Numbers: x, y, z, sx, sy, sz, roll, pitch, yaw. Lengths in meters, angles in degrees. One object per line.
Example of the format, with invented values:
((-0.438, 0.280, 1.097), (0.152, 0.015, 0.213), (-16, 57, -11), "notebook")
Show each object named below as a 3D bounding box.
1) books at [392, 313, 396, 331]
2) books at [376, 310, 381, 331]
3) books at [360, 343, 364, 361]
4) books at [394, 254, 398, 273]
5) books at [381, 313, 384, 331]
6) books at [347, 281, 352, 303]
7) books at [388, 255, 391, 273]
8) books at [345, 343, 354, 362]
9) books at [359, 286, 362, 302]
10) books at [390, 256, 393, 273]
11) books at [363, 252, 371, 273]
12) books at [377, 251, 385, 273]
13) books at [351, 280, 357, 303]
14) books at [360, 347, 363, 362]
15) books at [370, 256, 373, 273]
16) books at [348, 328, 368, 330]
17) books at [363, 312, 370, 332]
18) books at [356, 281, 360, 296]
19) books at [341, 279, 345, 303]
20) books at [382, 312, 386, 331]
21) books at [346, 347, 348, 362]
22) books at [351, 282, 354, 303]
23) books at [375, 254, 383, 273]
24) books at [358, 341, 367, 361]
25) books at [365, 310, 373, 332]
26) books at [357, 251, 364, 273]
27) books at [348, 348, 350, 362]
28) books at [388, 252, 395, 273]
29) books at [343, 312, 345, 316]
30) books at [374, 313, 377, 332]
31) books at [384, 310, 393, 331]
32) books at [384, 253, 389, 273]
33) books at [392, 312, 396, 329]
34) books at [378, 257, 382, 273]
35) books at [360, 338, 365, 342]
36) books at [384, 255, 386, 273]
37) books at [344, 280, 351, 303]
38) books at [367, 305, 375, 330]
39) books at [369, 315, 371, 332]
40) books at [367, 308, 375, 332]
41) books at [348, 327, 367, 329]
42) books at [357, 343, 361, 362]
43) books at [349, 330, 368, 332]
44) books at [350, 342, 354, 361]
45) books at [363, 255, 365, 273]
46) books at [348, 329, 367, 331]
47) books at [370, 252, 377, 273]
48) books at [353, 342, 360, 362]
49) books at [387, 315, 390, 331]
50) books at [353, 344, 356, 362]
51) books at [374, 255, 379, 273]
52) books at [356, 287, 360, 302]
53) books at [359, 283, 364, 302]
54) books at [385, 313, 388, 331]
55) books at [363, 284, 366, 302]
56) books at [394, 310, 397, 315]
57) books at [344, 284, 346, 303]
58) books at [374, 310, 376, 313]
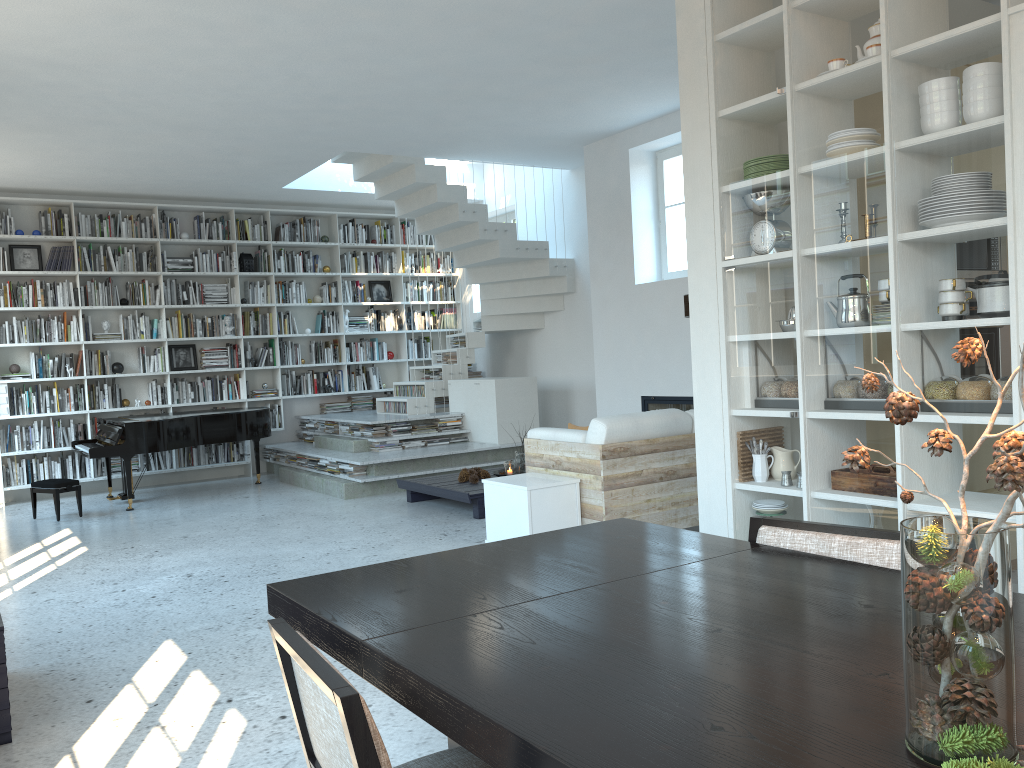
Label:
((-1.571, -0.800, 11.511), (0.041, 0.239, 0.176), (-5, 3, -33), "books")
((-1.741, -0.809, 11.409), (0.059, 0.282, 0.167), (-5, 3, -33), "books")
((-1.933, -0.400, 11.292), (0.012, 0.229, 0.179), (-5, 3, -33), "books")
((-1.542, -1.552, 11.531), (0.031, 0.265, 0.169), (-5, 3, -33), "books")
((-1.696, -0.792, 11.444), (0.031, 0.242, 0.147), (-5, 3, -33), "books")
((-2.066, -1.156, 11.214), (0.012, 0.285, 0.159), (-5, 3, -33), "books")
((-1.617, -1.534, 11.480), (0.030, 0.241, 0.162), (-5, 3, -33), "books")
((-2.065, -0.397, 11.200), (0.047, 0.244, 0.177), (-5, 3, -33), "books")
((-1.954, -1.127, 11.273), (0.033, 0.213, 0.152), (-5, 3, -33), "books")
((-1.589, -1.533, 11.509), (0.022, 0.234, 0.158), (-5, 3, -33), "books")
((-1.866, -1.526, 11.268), (0.032, 0.265, 0.245), (-5, 3, -33), "books")
((-1.687, -1.555, 11.424), (0.022, 0.294, 0.180), (-5, 3, -33), "books")
((-2.013, -1.160, 11.232), (0.012, 0.287, 0.176), (-5, 3, -33), "books")
((-1.943, -0.375, 11.275), (0.027, 0.182, 0.186), (-5, 3, -33), "books")
((-1.825, -1.512, 11.328), (0.030, 0.230, 0.187), (-5, 3, -33), "books")
((-1.988, -0.691, 11.254), (0.285, 0.012, 0.159), (-4, 2, -28), "books")
((-1.863, -0.786, 11.336), (0.012, 0.254, 0.161), (-5, 3, -33), "books")
((-1.973, -1.162, 11.255), (0.014, 0.285, 0.175), (-5, 3, -33), "books")
((-2.144, -1.158, 11.160), (0.015, 0.301, 0.140), (-5, 3, -33), "books")
((-1.680, -0.798, 11.476), (0.031, 0.250, 0.133), (-5, 3, -33), "books")
((-2.107, -0.365, 11.179), (0.023, 0.186, 0.159), (-5, 3, -33), "books")
((-2.048, -1.149, 11.237), (0.043, 0.269, 0.131), (-5, 3, -33), "books")
((-1.712, -1.539, 11.424), (0.023, 0.264, 0.156), (-5, 3, -33), "books")
((-1.904, -0.414, 11.284), (0.028, 0.255, 0.191), (-5, 3, -33), "books")
((-1.833, -0.804, 11.367), (0.012, 0.285, 0.159), (-5, 3, -33), "books")
((-1.934, -1.534, 11.274), (0.026, 0.288, 0.156), (-5, 3, -33), "books")
((-2.087, -0.365, 11.189), (0.022, 0.184, 0.162), (-5, 3, -33), "books")
((-1.568, -1.559, 11.518), (0.026, 0.284, 0.147), (-5, 3, -33), "books")
((-2.138, -0.772, 11.172), (0.028, 0.267, 0.137), (-5, 3, -33), "books")
((-1.786, -0.782, 11.375), (0.030, 0.236, 0.179), (-5, 3, -33), "books")
((-1.596, -0.814, 11.492), (0.021, 0.271, 0.191), (-5, 3, -33), "books")
((-1.641, -1.548, 11.455), (0.036, 0.272, 0.177), (-5, 3, -33), "books")
((-1.552, -0.810, 11.541), (0.024, 0.255, 0.145), (-5, 3, -33), "books")
((-1.728, -1.514, 11.403), (0.031, 0.217, 0.165), (-5, 3, -33), "books")
((-1.900, -0.437, 11.312), (0.013, 0.299, 0.147), (-5, 3, -33), "books")
((-1.666, -1.534, 11.450), (0.011, 0.249, 0.152), (-5, 3, -33), "books")
((-2.098, -1.155, 11.185), (0.065, 0.289, 0.146), (-5, 3, -33), "books")
((-1.801, -0.832, 11.355), (0.010, 0.339, 0.180), (-5, 3, -33), "books")
((-1.858, -0.783, 11.360), (0.023, 0.247, 0.138), (-5, 3, -33), "books")
((-1.809, -0.812, 11.351), (0.011, 0.300, 0.184), (-5, 3, -33), "books")
((-1.990, -0.703, 11.255), (0.254, 0.012, 0.161), (-4, 2, -29), "books")
((-1.973, -0.402, 11.269), (0.026, 0.239, 0.177), (-5, 3, -33), "books")
((-1.988, -0.667, 11.257), (0.285, 0.012, 0.159), (-4, 2, -29), "books")
((-2.041, -0.401, 11.228), (0.024, 0.247, 0.143), (-5, 3, -33), "books")
((-1.917, -1.511, 11.297), (0.025, 0.238, 0.142), (-5, 3, -33), "books")
((-1.989, -0.679, 11.256), (0.254, 0.012, 0.161), (-4, 2, -37), "books")
((-1.795, -1.542, 11.379), (0.048, 0.283, 0.162), (-5, 3, -33), "books")
((-1.995, -0.403, 11.237), (0.045, 0.246, 0.185), (-5, 3, -33), "books")
((-1.627, -0.783, 11.501), (0.025, 0.213, 0.155), (-5, 3, -33), "books")
((-2.019, -0.390, 11.228), (0.011, 0.223, 0.163), (-5, 3, -33), "books")
((-1.755, -1.523, 11.377), (0.014, 0.240, 0.189), (-5, 3, -33), "books")
((-1.976, -1.122, 11.240), (0.013, 0.207, 0.189), (-5, 3, -33), "books")
((-1.932, -1.149, 11.286), (0.021, 0.253, 0.167), (-5, 3, -33), "books")
((-1.654, -0.793, 11.492), (0.028, 0.235, 0.129), (-5, 3, -33), "books")
((-1.906, -1.146, 11.291), (0.026, 0.244, 0.178), (-5, 3, -33), "books")
((-1.497, -0.829, 11.594), (0.029, 0.284, 0.138), (-5, 3, -33), "books")
((-2.126, -1.132, 11.161), (0.011, 0.248, 0.155), (-5, 3, -33), "books")
((-1.778, -0.806, 11.400), (0.013, 0.280, 0.131), (-5, 3, -33), "books")
